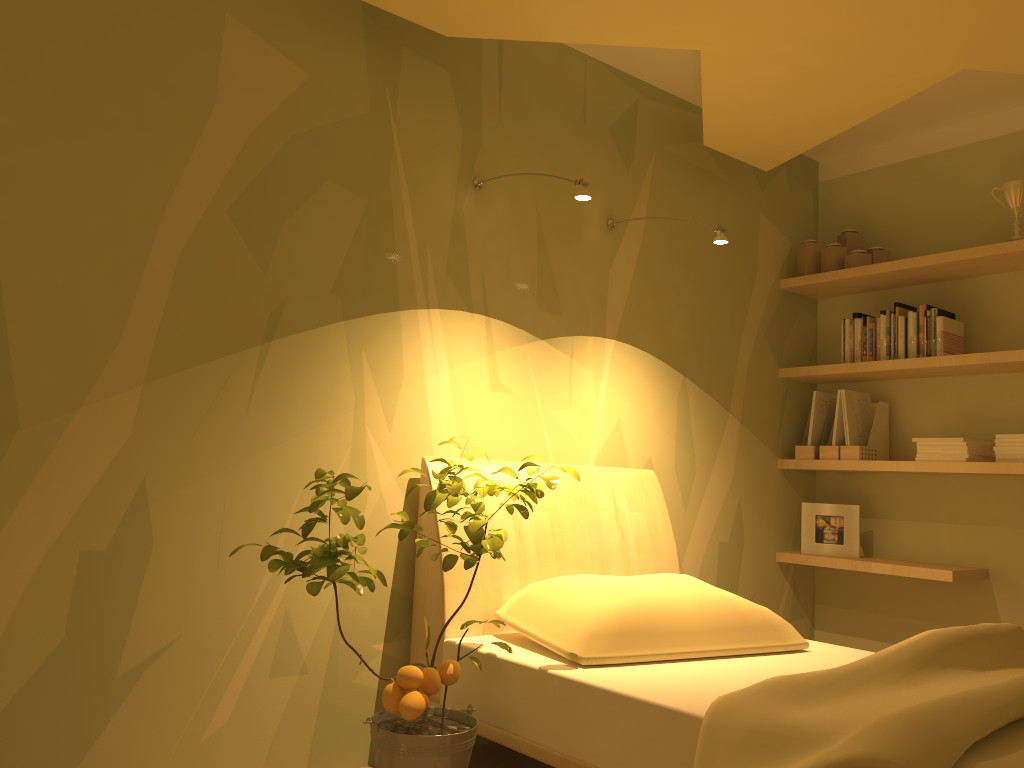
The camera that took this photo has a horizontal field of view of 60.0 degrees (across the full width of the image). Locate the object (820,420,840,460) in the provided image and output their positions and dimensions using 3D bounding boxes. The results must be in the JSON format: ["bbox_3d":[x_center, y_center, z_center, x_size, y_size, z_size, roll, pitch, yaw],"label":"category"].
[{"bbox_3d":[1.424,0.203,3.805,0.236,0.259,0.087,8,-8,-39],"label":"object"}]

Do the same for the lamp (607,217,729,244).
[{"bbox_3d":[0.531,-0.536,3.080,0.050,0.178,0.533,8,-8,-39],"label":"lamp"}]

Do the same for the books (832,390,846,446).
[{"bbox_3d":[1.438,0.182,3.788,0.214,0.297,0.048,8,-8,-39],"label":"books"}]

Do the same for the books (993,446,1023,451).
[{"bbox_3d":[1.916,0.237,3.184,0.190,0.015,0.270,6,-7,-28],"label":"books"}]

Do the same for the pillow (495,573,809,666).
[{"bbox_3d":[0.402,0.670,2.560,0.801,0.213,0.482,6,-7,-29],"label":"pillow"}]

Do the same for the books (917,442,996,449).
[{"bbox_3d":[1.730,0.240,3.438,0.270,0.015,0.190,7,-8,-37],"label":"books"}]

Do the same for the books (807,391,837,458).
[{"bbox_3d":[1.359,0.189,3.886,0.214,0.297,0.048,9,-8,-44],"label":"books"}]

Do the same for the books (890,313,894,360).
[{"bbox_3d":[1.601,-0.179,3.652,0.155,0.203,0.017,8,-8,-39],"label":"books"}]

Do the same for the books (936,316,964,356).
[{"bbox_3d":[1.719,-0.172,3.485,0.178,0.163,0.032,8,-8,-39],"label":"books"}]

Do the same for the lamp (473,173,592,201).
[{"bbox_3d":[0.052,-0.600,2.695,0.050,0.178,0.533,8,-8,-39],"label":"lamp"}]

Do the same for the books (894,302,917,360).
[{"bbox_3d":[1.613,-0.203,3.639,0.157,0.247,0.021,8,-8,-39],"label":"books"}]

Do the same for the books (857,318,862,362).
[{"bbox_3d":[1.510,-0.169,3.761,0.157,0.198,0.022,8,-8,-39],"label":"books"}]

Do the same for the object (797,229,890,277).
[{"bbox_3d":[1.450,-0.577,3.893,0.234,0.229,0.349,7,-8,-38],"label":"object"}]

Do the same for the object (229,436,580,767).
[{"bbox_3d":[-0.245,0.577,2.076,0.372,0.944,0.828,-3,-8,44],"label":"object"}]

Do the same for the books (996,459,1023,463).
[{"bbox_3d":[1.921,0.282,3.180,0.190,0.015,0.270,6,-7,-28],"label":"books"}]

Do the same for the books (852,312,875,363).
[{"bbox_3d":[1.501,-0.182,3.790,0.138,0.229,0.032,8,-8,-39],"label":"books"}]

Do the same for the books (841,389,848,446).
[{"bbox_3d":[1.464,0.180,3.752,0.210,0.296,0.036,8,-8,-39],"label":"books"}]

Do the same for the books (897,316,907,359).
[{"bbox_3d":[1.622,-0.173,3.610,0.173,0.184,0.032,8,-8,-39],"label":"books"}]

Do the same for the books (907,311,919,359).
[{"bbox_3d":[1.651,-0.184,3.588,0.157,0.203,0.040,8,-8,-39],"label":"books"}]

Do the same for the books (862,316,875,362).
[{"bbox_3d":[1.527,-0.173,3.740,0.157,0.203,0.032,8,-8,-39],"label":"books"}]

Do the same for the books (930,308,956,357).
[{"bbox_3d":[1.708,-0.189,3.519,0.157,0.203,0.032,8,-8,-39],"label":"books"}]

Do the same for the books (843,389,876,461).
[{"bbox_3d":[1.473,0.179,3.748,0.210,0.296,0.043,8,-8,-39],"label":"books"}]

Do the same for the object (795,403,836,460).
[{"bbox_3d":[1.344,0.210,3.902,0.236,0.259,0.087,9,-8,-44],"label":"object"}]

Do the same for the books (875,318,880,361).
[{"bbox_3d":[1.565,-0.170,3.702,0.146,0.193,0.032,8,-8,-39],"label":"books"}]

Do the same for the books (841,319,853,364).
[{"bbox_3d":[1.470,-0.168,3.810,0.157,0.203,0.040,8,-8,-39],"label":"books"}]

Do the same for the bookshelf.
[{"bbox_3d":[2.107,0.096,2.982,0.300,1.240,2.605,8,-8,-39],"label":"bookshelf"}]

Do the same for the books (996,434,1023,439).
[{"bbox_3d":[1.925,0.193,3.190,0.190,0.015,0.270,7,-7,-33],"label":"books"}]

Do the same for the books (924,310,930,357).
[{"bbox_3d":[1.691,-0.185,3.539,0.157,0.198,0.022,8,-8,-39],"label":"books"}]

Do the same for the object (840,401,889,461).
[{"bbox_3d":[1.485,0.198,3.730,0.236,0.259,0.087,8,-8,-39],"label":"object"}]

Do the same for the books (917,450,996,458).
[{"bbox_3d":[1.729,0.270,3.432,0.270,0.015,0.190,7,-8,-38],"label":"books"}]

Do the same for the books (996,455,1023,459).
[{"bbox_3d":[1.922,0.267,3.182,0.190,0.015,0.270,6,-7,-31],"label":"books"}]

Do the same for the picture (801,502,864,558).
[{"bbox_3d":[1.367,0.622,3.791,0.247,0.219,0.131,-1,-7,28],"label":"picture"}]

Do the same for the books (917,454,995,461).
[{"bbox_3d":[1.720,0.285,3.435,0.270,0.015,0.190,8,-8,-42],"label":"books"}]

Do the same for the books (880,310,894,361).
[{"bbox_3d":[1.579,-0.185,3.671,0.166,0.217,0.038,8,-8,-39],"label":"books"}]

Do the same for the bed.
[{"bbox_3d":[0.833,0.647,2.013,1.286,0.894,2.378,8,-8,-39],"label":"bed"}]

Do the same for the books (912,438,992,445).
[{"bbox_3d":[1.709,0.225,3.444,0.270,0.015,0.190,8,-8,-41],"label":"books"}]

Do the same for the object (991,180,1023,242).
[{"bbox_3d":[1.914,-0.632,3.362,0.160,0.268,0.095,0,-7,21],"label":"object"}]

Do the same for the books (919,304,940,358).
[{"bbox_3d":[1.682,-0.197,3.567,0.138,0.229,0.032,8,-8,-39],"label":"books"}]

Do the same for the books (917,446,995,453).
[{"bbox_3d":[1.724,0.255,3.431,0.270,0.015,0.190,8,-8,-39],"label":"books"}]

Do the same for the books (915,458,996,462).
[{"bbox_3d":[1.720,0.300,3.433,0.270,0.015,0.190,8,-8,-39],"label":"books"}]

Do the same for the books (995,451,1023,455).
[{"bbox_3d":[1.917,0.251,3.177,0.190,0.015,0.270,6,-7,-27],"label":"books"}]

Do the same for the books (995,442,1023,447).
[{"bbox_3d":[1.921,0.222,3.179,0.190,0.015,0.270,6,-7,-26],"label":"books"}]

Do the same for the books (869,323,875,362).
[{"bbox_3d":[1.543,-0.159,3.718,0.157,0.172,0.021,8,-8,-39],"label":"books"}]

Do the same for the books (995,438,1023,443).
[{"bbox_3d":[1.930,0.209,3.201,0.190,0.015,0.270,6,-7,-28],"label":"books"}]
